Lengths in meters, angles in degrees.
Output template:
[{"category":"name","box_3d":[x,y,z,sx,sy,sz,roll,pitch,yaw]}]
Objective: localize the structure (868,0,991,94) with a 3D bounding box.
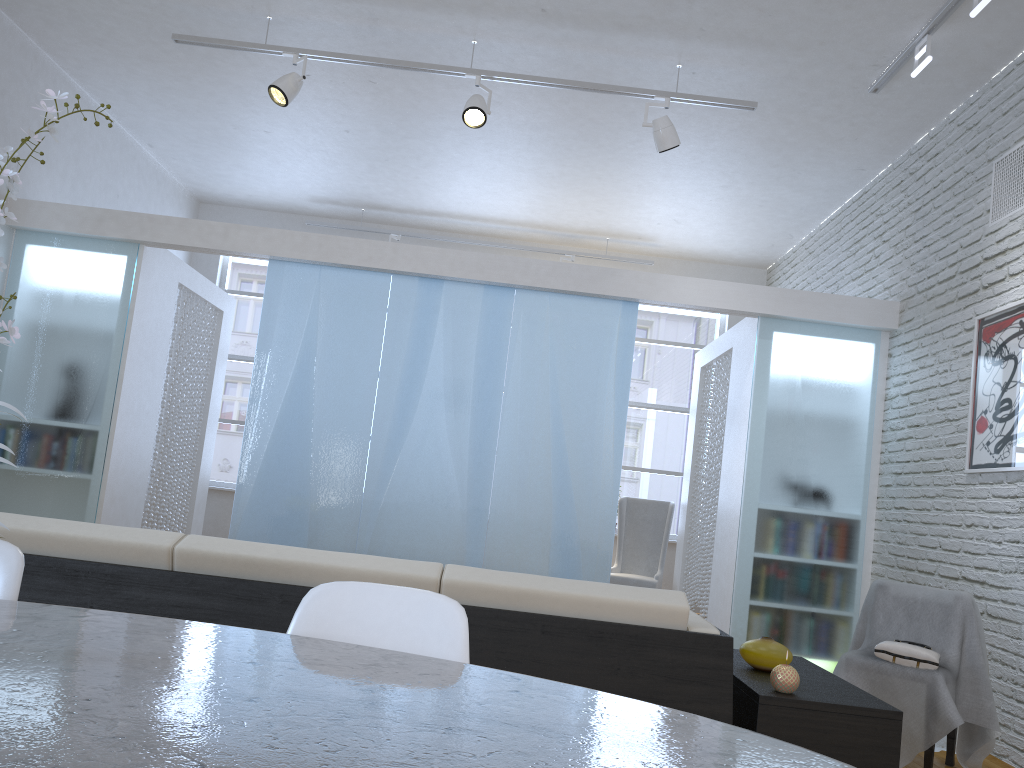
[{"category":"structure","box_3d":[1.940,-1.733,2.780,0.052,0.182,3.918,7,-7,0]}]

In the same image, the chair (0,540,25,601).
[{"category":"chair","box_3d":[-0.895,0.383,1.180,0.405,0.350,0.420,7,-6,-1]}]

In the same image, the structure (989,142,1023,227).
[{"category":"structure","box_3d":[2.361,-0.949,4.203,0.010,0.333,0.309,7,-6,0]}]

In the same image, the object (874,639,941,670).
[{"category":"object","box_3d":[1.558,1.051,3.457,0.232,0.085,0.225,2,-9,36]}]

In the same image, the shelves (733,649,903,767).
[{"category":"shelves","box_3d":[0.740,1.037,2.478,0.349,0.450,0.732,7,-7,0]}]

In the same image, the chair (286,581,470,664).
[{"category":"chair","box_3d":[-0.219,0.459,1.159,0.405,0.350,0.421,6,-6,4]}]

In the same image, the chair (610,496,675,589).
[{"category":"chair","box_3d":[1.004,1.395,7.108,0.471,0.958,0.380,4,-6,25]}]

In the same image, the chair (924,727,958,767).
[{"category":"chair","box_3d":[1.562,1.158,3.535,0.347,0.662,0.342,2,-8,41]}]

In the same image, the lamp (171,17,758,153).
[{"category":"lamp","box_3d":[-0.258,-1.587,4.692,3.118,0.485,0.205,7,-6,-2]}]

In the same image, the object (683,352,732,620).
[{"category":"object","box_3d":[1.408,0.803,6.353,0.051,2.009,0.926,7,-6,0]}]

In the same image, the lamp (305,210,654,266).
[{"category":"lamp","box_3d":[-0.295,-1.186,7.911,3.118,0.485,0.198,7,-6,-2]}]

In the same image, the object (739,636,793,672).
[{"category":"object","box_3d":[0.722,0.766,2.519,0.146,0.090,0.147,1,-9,41]}]

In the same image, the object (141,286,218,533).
[{"category":"object","box_3d":[-2.398,0.357,6.352,0.051,2.009,0.926,7,-6,0]}]

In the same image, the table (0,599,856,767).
[{"category":"table","box_3d":[-0.592,0.576,0.739,1.910,0.621,1.074,7,-7,-1]}]

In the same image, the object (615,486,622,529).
[{"category":"object","box_3d":[0.914,1.138,8.069,0.237,0.435,0.176,4,-6,25]}]

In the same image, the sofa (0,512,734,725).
[{"category":"sofa","box_3d":[-0.544,0.872,3.180,5.337,0.677,9.756,7,-7,0]}]

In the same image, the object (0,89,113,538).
[{"category":"object","box_3d":[-0.612,-0.030,0.962,0.166,0.636,0.203,4,-6,28]}]

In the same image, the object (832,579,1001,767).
[{"category":"object","box_3d":[1.571,1.148,3.529,0.644,0.685,0.637,2,-8,38]}]

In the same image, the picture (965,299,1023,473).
[{"category":"picture","box_3d":[2.238,-0.005,3.855,0.010,0.767,0.923,7,-6,0]}]

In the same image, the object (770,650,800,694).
[{"category":"object","box_3d":[0.684,0.717,2.218,0.071,0.104,0.071,4,-7,27]}]
